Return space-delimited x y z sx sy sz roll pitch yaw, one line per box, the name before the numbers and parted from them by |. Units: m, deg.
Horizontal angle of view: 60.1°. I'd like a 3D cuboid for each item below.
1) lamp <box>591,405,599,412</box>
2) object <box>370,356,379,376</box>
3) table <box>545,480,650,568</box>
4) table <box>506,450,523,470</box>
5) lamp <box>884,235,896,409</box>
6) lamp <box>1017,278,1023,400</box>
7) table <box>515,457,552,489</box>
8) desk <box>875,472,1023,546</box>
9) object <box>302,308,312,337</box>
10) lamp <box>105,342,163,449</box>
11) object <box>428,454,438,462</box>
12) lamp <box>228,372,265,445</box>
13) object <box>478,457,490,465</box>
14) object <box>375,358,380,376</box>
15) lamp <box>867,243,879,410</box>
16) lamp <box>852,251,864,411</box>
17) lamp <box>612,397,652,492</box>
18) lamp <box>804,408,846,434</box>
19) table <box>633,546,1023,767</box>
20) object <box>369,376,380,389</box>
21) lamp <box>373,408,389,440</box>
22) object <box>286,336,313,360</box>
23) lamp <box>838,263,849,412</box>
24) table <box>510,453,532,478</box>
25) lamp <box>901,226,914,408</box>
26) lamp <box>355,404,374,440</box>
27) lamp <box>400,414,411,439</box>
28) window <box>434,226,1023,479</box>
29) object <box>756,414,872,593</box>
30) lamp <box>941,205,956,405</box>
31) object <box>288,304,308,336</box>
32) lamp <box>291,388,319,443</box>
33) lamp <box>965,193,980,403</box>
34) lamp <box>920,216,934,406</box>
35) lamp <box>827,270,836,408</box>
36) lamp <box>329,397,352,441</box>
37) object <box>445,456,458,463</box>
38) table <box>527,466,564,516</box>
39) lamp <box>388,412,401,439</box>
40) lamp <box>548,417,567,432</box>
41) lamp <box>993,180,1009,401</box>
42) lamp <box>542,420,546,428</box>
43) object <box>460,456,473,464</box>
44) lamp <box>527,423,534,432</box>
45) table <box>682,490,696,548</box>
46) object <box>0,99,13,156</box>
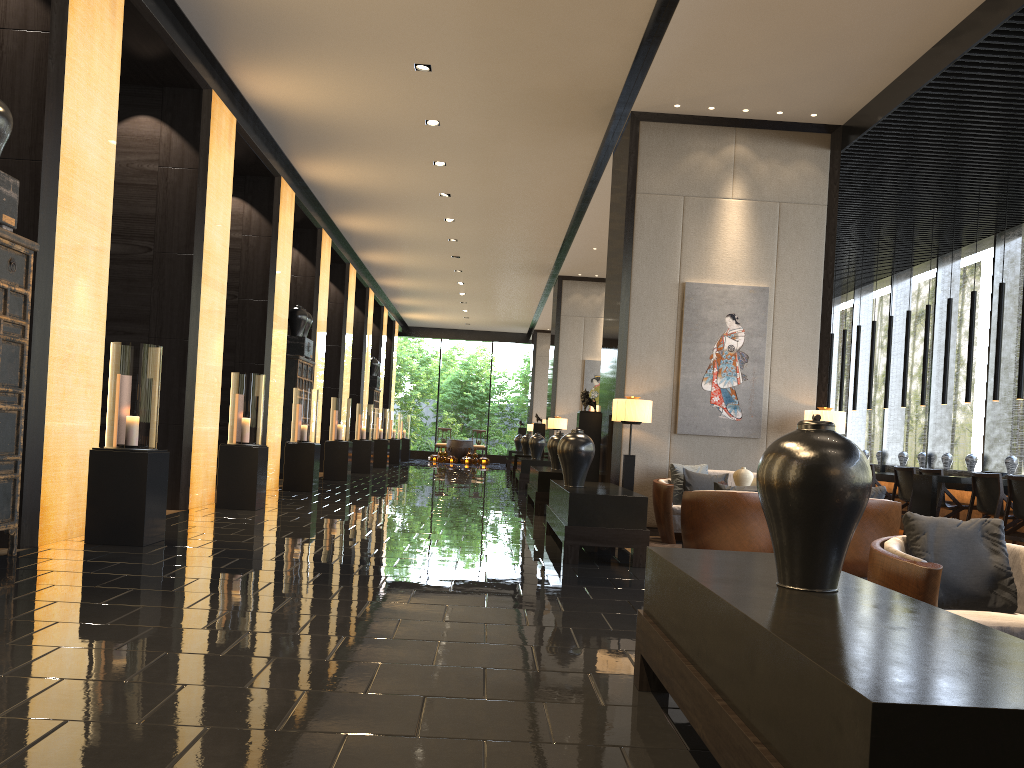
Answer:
lamp | 1.065 0.919 10.268 0.374 1.319 0.375 3 0 42
object | -3.521 -0.450 22.316 0.312 0.492 0.311 4 -1 -28
table | 0.664 1.118 7.393 0.620 0.512 1.962 3 -3 -1
table | 0.158 2.168 25.330 0.620 0.512 1.962 3 -3 -1
lamp | 5.161 -0.873 12.055 0.060 2.420 0.060 3 0 -7
lamp | 5.246 -1.050 9.023 0.060 2.420 0.060 3 0 -7
table | 0.411 1.642 16.350 0.620 0.512 1.962 3 -3 -1
desk | 4.733 1.604 13.567 1.780 0.759 28.768 3 -3 -1
object | -3.282 -0.946 13.832 0.312 0.492 0.311 4 -1 -20
lamp | -2.674 0.087 6.263 0.337 0.729 0.336 4 -1 -29
object | -2.417 2.306 27.632 0.369 0.229 0.370 3 -3 16
lamp | -2.757 0.258 9.199 0.337 0.729 0.336 4 -1 -29
object | -0.877 2.395 27.657 0.370 0.229 0.369 5 -3 -29
object | -3.530 -0.430 22.648 0.312 0.492 0.311 4 -1 -20
lamp | 5.146 -0.842 12.580 0.060 2.420 0.060 3 0 -7
lamp | 5.131 -0.812 13.094 0.060 2.420 0.060 3 0 -7
lamp | 1.117 0.798 8.460 0.375 1.347 0.374 3 0 -40
lamp | 2.976 0.906 8.513 0.374 1.350 0.375 3 0 28
table | 0.806 0.823 2.350 0.620 0.512 1.962 3 -3 -1
object | -3.540 -0.035 22.474 0.365 0.315 0.606 3 -3 -1
lamp | -3.088 0.946 20.941 0.337 0.729 0.337 3 -1 0
object | -3.291 -0.551 13.658 0.365 0.315 0.606 3 -3 -1
lamp | 5.117 -0.782 13.607 0.060 2.420 0.060 3 0 -7
table | 0.302 1.869 20.215 0.620 0.512 1.962 3 -3 -1
lamp | 5.175 -0.902 11.548 0.060 2.420 0.060 3 0 -7
lamp | -3.005 0.774 18.005 0.337 0.729 0.337 3 -1 0
lamp | -3.254 1.289 26.812 0.337 0.729 0.336 3 -1 -14
window | 0.546 -0.348 13.962 12.053 4.224 31.924 3 -3 -1
object | 0.853 0.332 2.517 0.311 0.492 0.311 3 -1 -13
lamp | 5.204 -0.963 10.521 0.060 2.420 0.060 3 0 -7
object | -3.272 -0.966 13.500 0.312 0.492 0.311 4 -1 -35
lamp | -2.839 0.430 12.134 0.336 0.729 0.337 3 -1 4
lamp | 5.219 -0.993 10.005 0.060 2.420 0.060 3 0 -7
lamp | 5.190 -0.932 11.035 0.060 2.420 0.060 3 0 -7
lamp | 5.103 -0.752 14.115 0.060 2.420 0.060 3 0 -7
lamp | -2.922 0.602 15.070 0.337 0.729 0.337 3 -1 0
object | -1.846 2.304 27.066 0.369 0.229 0.370 2 -3 21
table | 0.555 1.344 11.259 0.620 0.512 1.962 3 -3 -1
lamp | -3.171 1.117 23.876 0.337 0.729 0.337 3 -1 0
lamp | 0.865 1.319 17.384 0.374 1.350 0.375 3 0 17
lamp | 5.234 -1.025 9.454 0.060 2.420 0.060 3 0 -7
lamp | 0.814 1.425 19.191 0.374 1.350 0.375 3 0 17
object | -1.386 2.331 27.084 0.369 0.229 0.370 3 -2 1
lamp | 0.612 1.845 26.374 0.374 1.350 0.375 3 0 28
table | 2.046 1.211 7.575 1.042 0.517 0.576 3 -2 -2
object | -3.034 -1.460 5.062 0.312 0.492 0.311 4 -1 -20
